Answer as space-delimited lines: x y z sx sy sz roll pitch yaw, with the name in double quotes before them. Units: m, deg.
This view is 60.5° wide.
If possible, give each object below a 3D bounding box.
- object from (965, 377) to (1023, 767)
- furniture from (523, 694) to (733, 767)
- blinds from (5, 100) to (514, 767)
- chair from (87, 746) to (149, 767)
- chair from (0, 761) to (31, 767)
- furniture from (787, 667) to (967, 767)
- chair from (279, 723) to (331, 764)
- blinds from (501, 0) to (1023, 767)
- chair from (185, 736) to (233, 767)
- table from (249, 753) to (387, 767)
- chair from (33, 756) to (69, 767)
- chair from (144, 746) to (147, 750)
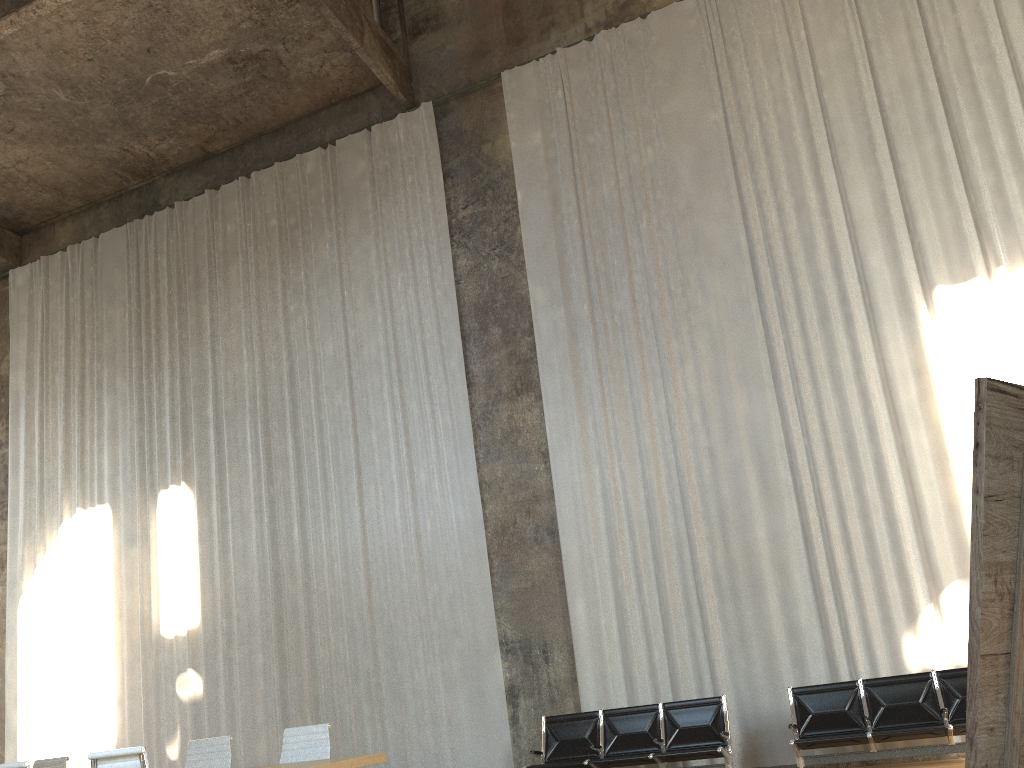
"object" 1.263 0.508 1.936 0.704 2.079 0.703 3 -17 -36
"furniture" 1.057 3.387 8.053 1.887 0.817 0.725 -14 -17 20
"blinds" -4.058 1.297 11.825 7.906 8.380 0.280 -14 -14 22
"chair" -2.180 2.715 5.323 0.674 0.993 0.713 -15 -17 25
"chair" -2.985 2.914 5.595 0.675 0.993 0.712 -16 -17 28
"furniture" 3.245 2.808 7.213 1.887 0.817 0.725 -14 -17 20
"chair" -2.788 2.318 3.995 31.762 1.000 13.287 -15 -21 20
"blinds" 3.861 -0.798 8.783 7.906 8.380 0.280 -14 -14 22
"chair" -2.514 3.324 6.895 0.673 0.993 0.714 -14 -17 23
"table" -4.712 3.778 7.013 7.777 0.736 1.642 -15 -20 20
"chair" -4.180 3.763 7.530 0.675 0.993 0.712 -16 -17 28
"chair" -3.355 3.546 7.216 0.674 0.993 0.713 -15 -17 25
